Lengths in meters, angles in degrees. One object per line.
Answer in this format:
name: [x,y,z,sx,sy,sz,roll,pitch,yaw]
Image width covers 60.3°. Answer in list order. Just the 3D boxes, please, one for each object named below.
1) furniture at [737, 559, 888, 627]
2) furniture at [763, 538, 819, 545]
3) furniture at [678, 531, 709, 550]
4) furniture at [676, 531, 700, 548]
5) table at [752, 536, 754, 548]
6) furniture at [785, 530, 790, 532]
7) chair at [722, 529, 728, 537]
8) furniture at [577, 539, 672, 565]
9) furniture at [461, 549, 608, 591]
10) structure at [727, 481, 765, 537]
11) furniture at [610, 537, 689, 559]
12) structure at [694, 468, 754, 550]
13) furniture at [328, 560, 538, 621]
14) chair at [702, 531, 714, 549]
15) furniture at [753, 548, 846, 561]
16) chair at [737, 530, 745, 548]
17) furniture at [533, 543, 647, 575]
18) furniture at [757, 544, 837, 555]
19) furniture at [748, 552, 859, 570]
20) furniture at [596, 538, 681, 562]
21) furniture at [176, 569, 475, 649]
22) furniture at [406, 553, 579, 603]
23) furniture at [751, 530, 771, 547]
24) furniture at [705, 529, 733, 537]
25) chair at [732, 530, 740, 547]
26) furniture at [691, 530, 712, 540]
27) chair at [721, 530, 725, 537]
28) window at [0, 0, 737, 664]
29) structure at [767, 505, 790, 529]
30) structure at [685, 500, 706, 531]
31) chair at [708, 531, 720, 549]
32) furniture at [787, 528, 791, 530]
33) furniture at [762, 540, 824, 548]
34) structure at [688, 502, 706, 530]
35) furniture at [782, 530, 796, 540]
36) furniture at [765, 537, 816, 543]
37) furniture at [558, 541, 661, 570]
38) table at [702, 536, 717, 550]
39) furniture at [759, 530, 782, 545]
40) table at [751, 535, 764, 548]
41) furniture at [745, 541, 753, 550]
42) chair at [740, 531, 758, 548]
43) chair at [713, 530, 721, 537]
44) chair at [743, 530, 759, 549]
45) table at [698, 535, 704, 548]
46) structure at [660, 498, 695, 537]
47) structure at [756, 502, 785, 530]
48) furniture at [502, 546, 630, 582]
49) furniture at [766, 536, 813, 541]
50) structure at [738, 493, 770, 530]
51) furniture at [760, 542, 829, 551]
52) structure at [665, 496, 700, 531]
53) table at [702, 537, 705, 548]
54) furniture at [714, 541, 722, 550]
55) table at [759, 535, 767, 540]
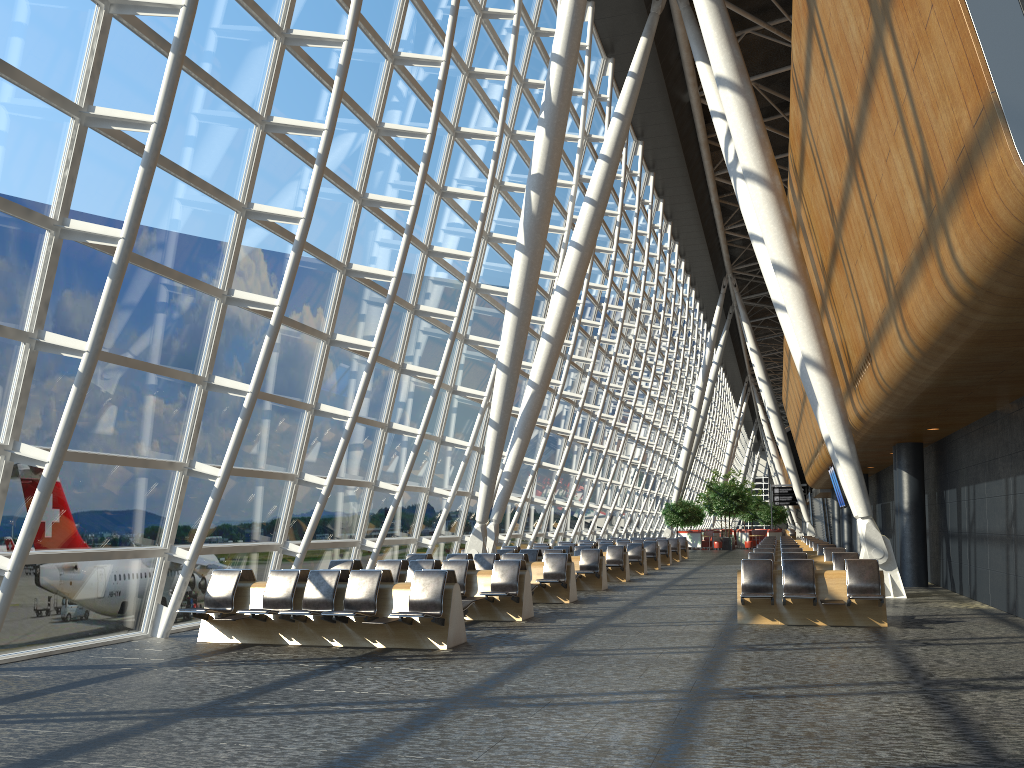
furniture: [4.079,2.842,12.104,1.899,0.862,1.675,-3,-8,17]
furniture: [9.290,5.574,29.312,1.899,0.862,1.675,-3,-8,17]
furniture: [9.924,8.660,48.847,0.889,0.999,2.856,1,-9,-16]
furniture: [10.276,9.132,51.780,0.891,1.000,2.849,-4,-9,29]
table: [13.921,9.094,51.002,0.801,0.744,0.804,-5,-8,33]
furniture: [23.291,12.915,75.552,1.899,0.862,1.675,-3,-8,17]
chair: [15.413,11.195,64.857,0.661,1.003,0.627,1,-5,-18]
furniture: [3.888,5.860,30.696,3.255,0.862,1.675,-3,-8,17]
furniture: [0.414,4.039,19.225,3.255,0.862,1.675,-3,-8,17]
structure: [16.998,9.488,65.301,3.105,4.503,5.771,-5,-8,39]
furniture: [5.625,6.770,36.432,3.255,0.862,1.675,-3,-8,17]
structure: [11.962,7.090,50.168,3.094,4.500,5.856,-1,-7,9]
furniture: [-1.322,3.128,13.489,3.255,0.862,1.675,-3,-8,17]
chair: [10.990,8.785,49.693,0.625,1.003,0.663,-5,-7,42]
furniture: [5.816,3.753,17.840,1.899,0.862,1.675,-3,-8,17]
chair: [13.323,8.884,50.461,0.662,1.003,0.626,3,-6,-38]
furniture: [2.151,4.949,24.961,3.255,0.862,1.675,-3,-8,17]
furniture: [6.684,4.208,20.708,1.899,0.862,1.675,-3,-8,17]
furniture: [4.947,3.297,14.972,1.899,0.862,1.675,-3,-8,17]
furniture: [4.756,6.315,33.564,3.255,0.862,1.675,-3,-8,17]
furniture: [-2.191,2.673,10.621,3.255,0.862,1.675,-3,-8,17]
furniture: [-0.454,3.583,16.357,3.255,0.862,1.675,-3,-8,17]
furniture: [14.580,8.989,51.198,0.889,0.999,2.856,1,-9,-16]
furniture: [15.840,11.541,67.022,2.832,1.001,0.895,4,-8,-31]
chair: [13.386,9.074,51.638,0.624,1.003,0.664,3,-6,-38]
furniture: [12.094,9.798,56.013,0.889,0.999,2.856,1,-9,-16]
chair: [13.115,9.701,55.485,0.663,1.003,0.625,-5,-7,42]
window: [16.292,6.292,75.005,3.723,13.922,167.709,-2,-9,17]
structure: [20.016,10.470,66.805,1.885,2.974,1.949,2,-5,-26]
structure: [11.032,8.626,54.362,1.784,2.831,1.846,2,-5,-26]
chair: [10.946,8.563,48.320,0.663,1.003,0.625,-5,-7,42]
furniture: [28.502,15.647,92.760,1.899,0.862,1.675,-3,-8,17]
furniture: [8.421,5.119,26.444,1.899,0.862,1.675,-3,-8,17]
structure: [11.770,9.162,57.600,1.758,2.793,1.818,2,-5,-26]
furniture: [22.423,12.459,72.684,1.899,0.862,1.675,-3,-8,17]
furniture: [10.158,6.029,32.180,1.899,0.862,1.675,-3,-8,17]
furniture: [3.020,5.405,27.829,3.255,0.862,1.675,-3,-8,17]
table: [10.595,8.533,47.311,0.798,0.744,0.806,1,-7,-12]
furniture: [14.228,8.517,48.265,0.891,1.000,2.849,-4,-9,29]
table: [13.069,8.483,47.171,0.801,0.744,0.804,-5,-8,33]
furniture: [12.616,8.594,46.930,0.444,0.456,0.446,-4,-7,29]
chair: [12.962,8.526,48.234,0.661,1.003,0.627,2,-5,-28]
chair: [13.159,9.923,56.858,0.625,1.003,0.663,-5,-7,42]
chair: [13.334,8.692,49.282,0.623,1.003,0.665,2,-6,-28]
table: [10.869,9.206,51.478,0.801,0.744,0.804,-5,-8,33]
structure: [8.962,7.578,47.533,1.734,2.759,1.793,2,-5,-26]
structure: [16.696,9.017,56.945,1.734,2.759,1.793,2,-5,-26]
furniture: [1.283,4.494,22.093,3.255,0.862,1.675,-3,-8,17]
furniture: [11.026,6.485,35.048,1.899,0.862,1.675,-3,-8,17]
structure: [16.582,9.276,60.684,2.285,3.452,2.231,-3,-6,29]
furniture: [7.553,4.663,23.576,1.899,0.862,1.675,-3,-8,17]
structure: [9.716,7.930,50.339,1.918,2.948,1.880,0,-5,-9]
table: [11.399,9.411,52.775,0.798,0.744,0.807,-1,-6,3]
furniture: [10.984,8.619,46.969,0.443,0.456,0.446,3,-7,-30]
table: [13.632,8.708,48.597,0.801,0.744,0.804,-5,-8,33]
